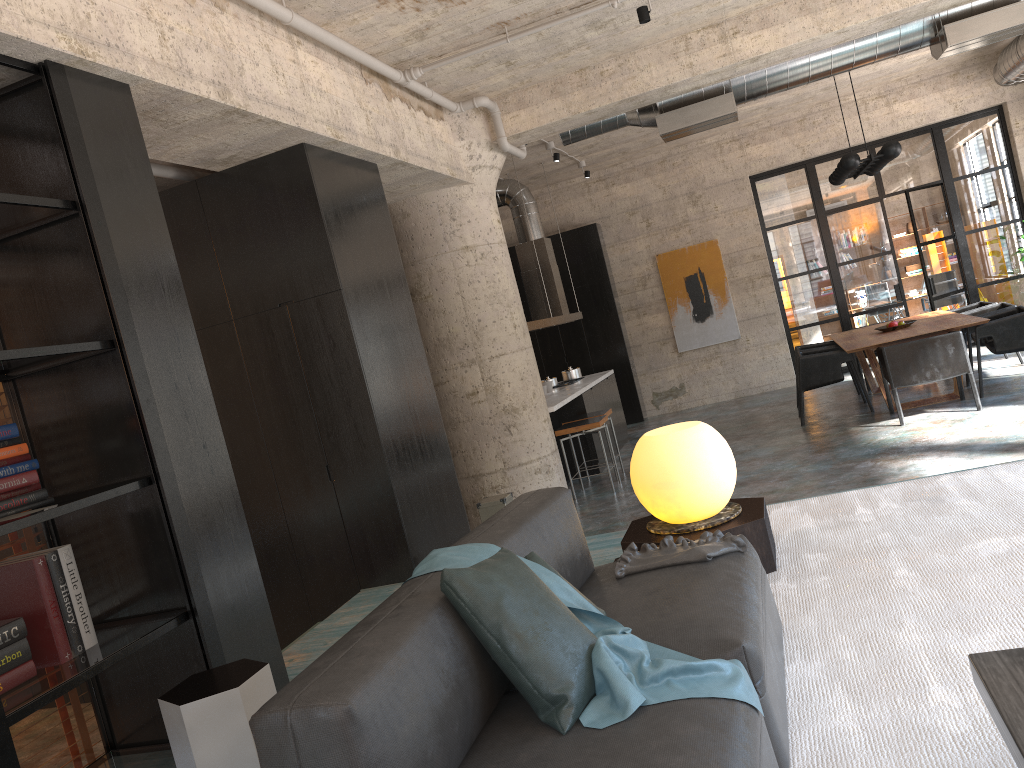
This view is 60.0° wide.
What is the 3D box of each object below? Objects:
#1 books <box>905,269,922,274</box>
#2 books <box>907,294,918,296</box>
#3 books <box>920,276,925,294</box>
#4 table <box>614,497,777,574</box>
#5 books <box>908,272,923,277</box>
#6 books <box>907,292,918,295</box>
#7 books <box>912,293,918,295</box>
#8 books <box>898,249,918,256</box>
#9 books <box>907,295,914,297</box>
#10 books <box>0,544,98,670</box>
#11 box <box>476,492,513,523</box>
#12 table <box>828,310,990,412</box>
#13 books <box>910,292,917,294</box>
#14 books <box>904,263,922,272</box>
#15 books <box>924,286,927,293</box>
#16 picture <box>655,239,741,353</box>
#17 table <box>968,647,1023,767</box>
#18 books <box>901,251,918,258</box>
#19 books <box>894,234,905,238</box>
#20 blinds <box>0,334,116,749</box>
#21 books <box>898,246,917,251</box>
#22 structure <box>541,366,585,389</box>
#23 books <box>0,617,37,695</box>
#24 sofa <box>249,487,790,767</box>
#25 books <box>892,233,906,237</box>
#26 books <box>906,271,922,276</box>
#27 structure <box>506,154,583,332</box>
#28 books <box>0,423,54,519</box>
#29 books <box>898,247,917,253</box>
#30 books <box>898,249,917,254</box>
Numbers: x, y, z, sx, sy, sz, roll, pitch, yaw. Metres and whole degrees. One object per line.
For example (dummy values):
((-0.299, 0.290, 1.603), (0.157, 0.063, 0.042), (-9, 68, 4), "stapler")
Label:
((8.210, -2.296, 18.042), (0.379, 0.036, 0.244), (-13, 3, 16), "books")
((8.181, -1.819, 18.135), (0.162, 0.017, 0.252), (-14, 3, 12), "books")
((8.384, -2.020, 18.060), (0.163, 0.368, 0.244), (-13, 3, 17), "books")
((0.789, 0.731, 3.780), (0.616, 0.230, 1.044), (-13, 3, 17), "table")
((8.258, -2.241, 18.056), (0.355, 0.021, 0.272), (-13, 3, 15), "books")
((8.196, -1.850, 18.138), (0.171, 0.019, 0.236), (-14, 3, 10), "books")
((8.191, -1.835, 18.133), (0.156, 0.008, 0.242), (-14, 3, 12), "books")
((8.073, -2.679, 18.053), (0.379, 0.036, 0.244), (-13, 3, 17), "books")
((8.198, -1.810, 18.135), (0.156, 0.008, 0.242), (-14, 3, 12), "books")
((-1.632, 0.770, 3.034), (0.277, 0.362, 0.191), (-14, 3, 12), "books")
((-0.060, 0.914, 5.468), (0.280, 0.441, 0.331), (-14, 3, 6), "box")
((4.281, -0.239, 9.643), (1.299, 0.756, 2.410), (-13, 3, 17), "table")
((8.171, -1.862, 18.132), (0.162, 0.017, 0.252), (-13, 3, 17), "books")
((8.184, -2.369, 18.049), (0.335, 0.118, 0.213), (-13, 3, 17), "books")
((8.416, -2.028, 18.025), (0.161, 0.369, 0.244), (-13, 3, 17), "books")
((2.752, -1.295, 13.128), (0.928, 1.494, 0.029), (-13, 3, 17), "picture")
((1.230, 0.715, 1.061), (0.900, 0.309, 1.500), (-13, 3, 17), "table")
((8.101, -2.638, 18.041), (0.326, 0.055, 0.255), (-13, 3, 27), "books")
((7.862, -3.006, 18.010), (0.206, 0.034, 0.132), (-13, 3, 17), "books")
((-2.278, 0.590, 2.081), (0.136, 3.160, 2.915), (-13, 3, 17), "blinds")
((8.067, -2.763, 18.046), (0.355, 0.021, 0.272), (-13, 3, 15), "books")
((0.591, -0.078, 11.250), (0.506, 0.187, 0.833), (-13, 3, 17), "structure")
((-1.730, 0.896, 2.711), (0.274, 0.197, 0.393), (-13, 3, 17), "books")
((0.121, 0.741, 2.278), (1.019, 0.680, 2.063), (-13, 3, 17), "sofa")
((7.852, -3.031, 18.017), (0.236, 0.019, 0.171), (-14, 3, 10), "books")
((8.242, -2.268, 18.072), (0.379, 0.036, 0.244), (-14, 3, 12), "books")
((0.012, -1.635, 10.225), (0.538, 2.100, 3.117), (-13, 3, 17), "structure")
((-1.833, 0.322, 3.005), (0.303, 0.303, 0.378), (-13, 3, 18), "books")
((8.070, -2.734, 18.028), (0.379, 0.036, 0.244), (-14, 3, 11), "books")
((8.078, -2.708, 18.038), (0.379, 0.018, 0.244), (-14, 3, 10), "books")
